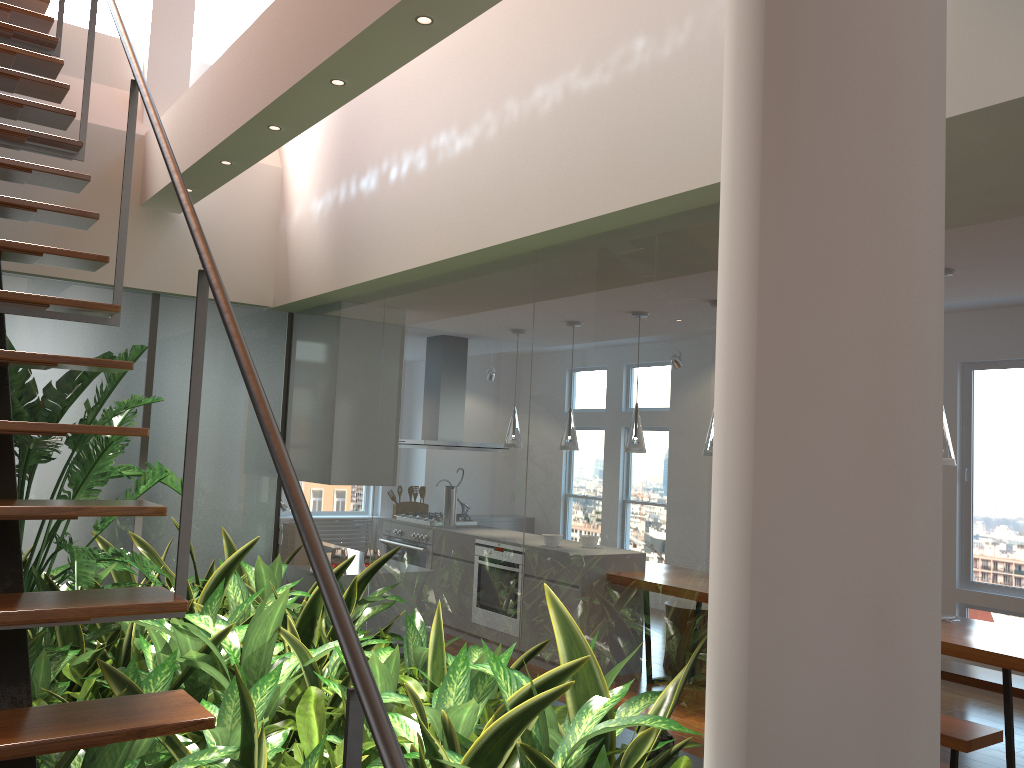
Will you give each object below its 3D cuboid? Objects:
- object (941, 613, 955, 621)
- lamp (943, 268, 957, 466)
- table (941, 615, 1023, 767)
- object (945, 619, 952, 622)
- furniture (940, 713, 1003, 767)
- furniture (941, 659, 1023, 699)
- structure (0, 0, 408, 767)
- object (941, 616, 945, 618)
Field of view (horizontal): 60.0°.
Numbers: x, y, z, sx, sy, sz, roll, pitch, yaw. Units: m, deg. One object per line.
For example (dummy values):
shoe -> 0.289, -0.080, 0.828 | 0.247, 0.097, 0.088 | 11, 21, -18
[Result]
object -> 2.302, 1.272, 4.854 | 0.222, 0.020, 0.222 | 7, -6, -44
lamp -> 2.167, -0.121, 4.493 | 0.160, 1.060, 0.160 | 3, -4, -9
table -> 0.925, 1.686, 6.357 | 0.893, 0.704, 5.996 | 6, -5, -36
object -> 2.375, 1.269, 4.776 | 0.158, 0.017, 0.019 | 6, -6, -41
furniture -> 1.598, 1.724, 4.363 | 0.316, 0.389, 1.433 | 6, -5, -36
furniture -> 2.560, 1.823, 5.061 | 0.316, 0.389, 1.433 | 6, -5, -36
structure -> -0.909, -0.584, 2.929 | 2.552, 4.265, 4.591 | 6, -5, -36
object -> 2.302, 1.277, 4.854 | 0.124, 0.011, 0.124 | -1, -5, 36
